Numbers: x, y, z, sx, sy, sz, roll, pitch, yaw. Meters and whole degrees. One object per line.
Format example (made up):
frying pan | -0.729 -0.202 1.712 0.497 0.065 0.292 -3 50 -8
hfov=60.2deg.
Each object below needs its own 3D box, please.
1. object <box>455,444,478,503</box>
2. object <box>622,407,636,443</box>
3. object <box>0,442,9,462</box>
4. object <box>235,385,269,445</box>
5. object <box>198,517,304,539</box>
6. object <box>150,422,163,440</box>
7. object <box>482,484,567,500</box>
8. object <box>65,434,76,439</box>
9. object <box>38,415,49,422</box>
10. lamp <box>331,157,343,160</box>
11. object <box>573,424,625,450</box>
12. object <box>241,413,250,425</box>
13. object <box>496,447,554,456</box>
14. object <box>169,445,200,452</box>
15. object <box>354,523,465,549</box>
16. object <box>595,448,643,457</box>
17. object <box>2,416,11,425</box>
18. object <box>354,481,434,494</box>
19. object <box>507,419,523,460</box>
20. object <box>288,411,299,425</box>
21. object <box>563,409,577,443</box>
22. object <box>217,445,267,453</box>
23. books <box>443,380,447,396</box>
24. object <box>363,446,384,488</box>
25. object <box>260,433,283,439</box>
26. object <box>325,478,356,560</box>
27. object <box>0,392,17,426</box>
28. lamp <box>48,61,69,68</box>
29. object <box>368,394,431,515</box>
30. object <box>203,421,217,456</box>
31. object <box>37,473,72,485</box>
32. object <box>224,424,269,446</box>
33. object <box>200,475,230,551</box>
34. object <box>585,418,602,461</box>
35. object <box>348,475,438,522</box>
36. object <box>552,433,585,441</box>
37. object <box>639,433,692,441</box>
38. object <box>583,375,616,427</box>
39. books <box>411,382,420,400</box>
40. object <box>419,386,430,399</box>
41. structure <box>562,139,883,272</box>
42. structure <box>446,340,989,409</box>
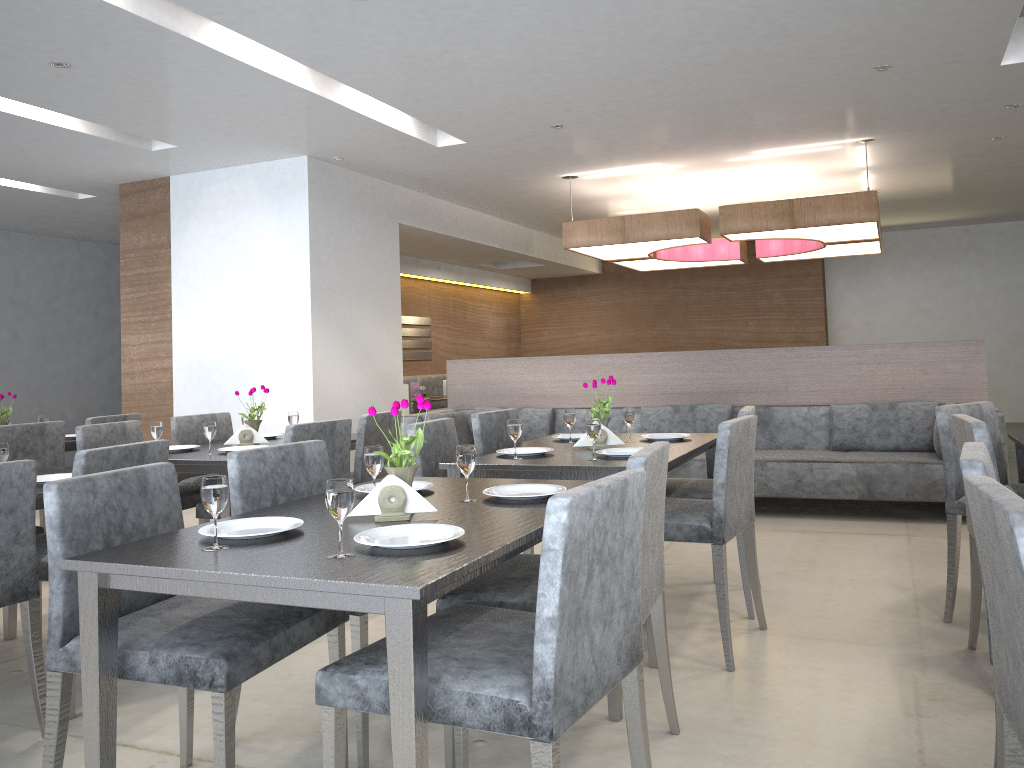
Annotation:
object | -0.113 0.223 2.212 0.053 0.140 0.053 -1 -3 -19
object | 0.479 0.166 3.603 0.053 0.140 0.053 -1 -3 -19
object | -1.669 0.261 2.882 0.053 0.140 0.053 -1 -3 -25
object | -1.202 0.144 4.125 0.104 0.277 0.154 -3 -2 21
object | -0.554 0.309 1.883 0.216 0.015 0.217 -1 2 23
object | -1.521 0.233 3.784 0.053 0.140 0.053 -1 -3 -19
object | 0.032 0.279 2.267 0.216 0.015 0.217 -1 2 23
object | -2.486 0.297 5.004 0.217 0.015 0.216 -2 1 4
object | -2.614 0.242 4.935 0.053 0.140 0.053 -1 -3 -19
lamp | -1.278 -1.642 6.447 0.089 0.007 0.089 -3 2 -22
object | 0.333 0.197 3.391 0.203 0.100 0.070 -2 -2 -7
object | -1.292 0.211 4.314 0.053 0.140 0.053 -1 -3 -19
object | 0.049 0.252 3.275 0.216 0.015 0.217 -1 2 23
object | -1.504 0.290 3.944 0.217 0.015 0.216 -3 2 -21
object | -0.200 0.301 1.731 0.216 0.015 0.217 -1 2 23
object | 0.403 0.243 3.123 0.216 0.015 0.217 -1 2 23
object | -2.853 0.249 4.986 0.053 0.140 0.053 -1 -3 -19
object | -0.321 0.287 2.420 0.216 0.015 0.217 -1 2 23
object | 0.011 0.195 3.125 0.053 0.140 0.053 -1 -3 -19
object | -1.053 0.204 4.263 0.053 0.140 0.053 -1 -3 -19
object | 0.240 0.173 3.654 0.053 0.140 0.053 -1 -3 -19
object | -1.150 0.281 3.792 0.216 0.015 0.217 -1 2 23
books | -0.668 0.041 9.064 0.157 0.165 0.143 -3 -1 43
object | -0.353 0.230 2.263 0.053 0.140 0.053 -1 -3 -25
object | -1.271 0.268 4.481 0.217 0.015 0.216 -3 2 -21
object | -0.314 0.246 1.618 0.053 0.140 0.053 -1 -3 -19
object | -2.770 0.182 4.800 0.104 0.277 0.154 -3 -2 21
lamp | -2.206 -1.554 4.303 0.089 0.007 0.089 -3 2 -22
object | -0.252 0.163 2.064 0.104 0.277 0.154 -3 -2 21
object | -1.253 0.226 3.669 0.053 0.140 0.053 -1 -3 -25
object | -1.520 0.316 2.936 0.216 0.015 0.217 -1 2 23
object | -1.220 0.234 4.059 0.203 0.100 0.070 -2 -2 -7
object | -0.582 0.252 1.733 0.053 0.140 0.053 -1 -3 -25
object | 0.278 0.189 3.010 0.053 0.140 0.053 -1 -3 -19
object | -0.270 0.254 1.998 0.203 0.100 0.070 -2 -2 -7
object | 0.281 0.230 3.812 0.216 0.015 0.217 -1 2 23
object | 0.635 0.221 3.660 0.216 0.015 0.217 -1 2 23
object | 0.351 0.106 3.456 0.104 0.277 0.154 -3 -2 21
books | -0.974 0.070 8.357 0.157 0.165 0.143 -3 -1 43
object | -0.818 0.080 8.296 0.094 0.126 0.107 -1 -1 -24
structure | 2.012 -1.505 7.998 2.438 0.620 2.446 -2 1 23
structure | 1.271 0.268 6.317 3.768 1.012 0.223 -2 -2 23
